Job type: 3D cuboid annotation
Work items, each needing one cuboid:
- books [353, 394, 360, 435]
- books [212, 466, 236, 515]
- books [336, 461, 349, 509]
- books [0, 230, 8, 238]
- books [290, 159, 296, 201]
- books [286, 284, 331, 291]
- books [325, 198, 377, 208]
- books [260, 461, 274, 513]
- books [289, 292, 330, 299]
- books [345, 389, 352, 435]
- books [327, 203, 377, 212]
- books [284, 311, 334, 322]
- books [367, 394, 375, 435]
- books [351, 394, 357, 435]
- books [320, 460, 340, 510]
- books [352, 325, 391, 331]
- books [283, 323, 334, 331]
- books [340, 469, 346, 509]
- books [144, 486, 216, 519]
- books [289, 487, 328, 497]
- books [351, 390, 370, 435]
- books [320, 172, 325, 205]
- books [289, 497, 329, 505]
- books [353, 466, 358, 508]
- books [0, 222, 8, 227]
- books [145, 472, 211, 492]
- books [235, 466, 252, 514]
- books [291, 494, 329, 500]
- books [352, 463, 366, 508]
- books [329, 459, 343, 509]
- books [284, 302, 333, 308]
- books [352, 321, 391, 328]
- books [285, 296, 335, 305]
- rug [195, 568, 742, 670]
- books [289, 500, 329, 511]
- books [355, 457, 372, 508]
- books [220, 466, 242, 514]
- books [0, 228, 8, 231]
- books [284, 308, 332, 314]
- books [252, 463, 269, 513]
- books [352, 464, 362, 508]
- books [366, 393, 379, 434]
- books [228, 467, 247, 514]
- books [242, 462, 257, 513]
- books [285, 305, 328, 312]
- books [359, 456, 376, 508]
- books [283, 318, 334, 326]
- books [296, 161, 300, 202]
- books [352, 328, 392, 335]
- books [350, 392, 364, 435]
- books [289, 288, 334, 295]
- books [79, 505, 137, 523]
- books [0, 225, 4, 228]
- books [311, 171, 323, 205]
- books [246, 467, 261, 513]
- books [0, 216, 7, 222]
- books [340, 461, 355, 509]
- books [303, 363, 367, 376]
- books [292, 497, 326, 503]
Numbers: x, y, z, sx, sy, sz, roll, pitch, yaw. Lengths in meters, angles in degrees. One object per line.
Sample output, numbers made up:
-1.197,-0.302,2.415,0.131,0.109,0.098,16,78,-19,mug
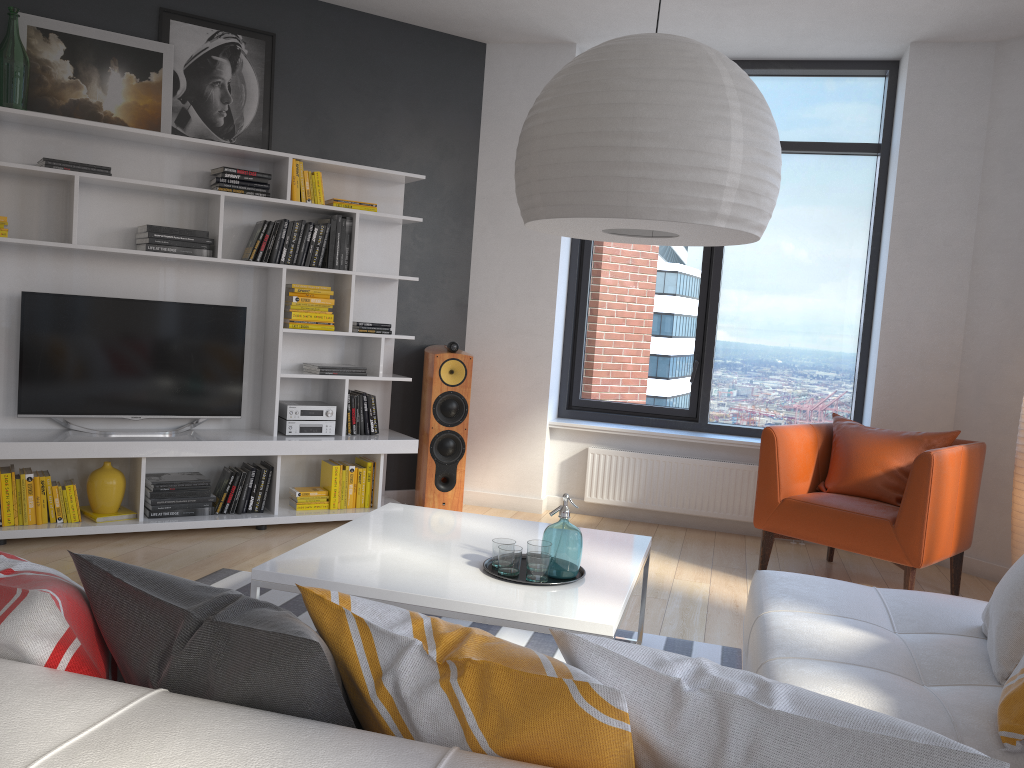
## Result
-0.950,0.177,5.283,0.049,0.236,0.170,2,5,-31,books
-1.591,0.582,4.865,0.104,0.234,0.182,2,5,-31,books
-1.006,0.590,5.217,0.019,0.251,0.180,2,5,-31,books
-2.528,-0.723,4.251,0.190,0.033,0.147,2,5,-31,books
-1.234,-1.125,4.925,0.041,0.229,0.161,2,5,-32,books
-1.182,-0.559,5.141,0.223,0.023,0.163,2,5,-27,books
-0.943,-1.045,5.167,0.257,0.024,0.203,2,5,-28,books
-1.403,0.575,4.981,0.066,0.260,0.197,2,5,-31,books
-1.174,-0.511,5.129,0.227,0.022,0.160,3,4,-15,books
-1.003,0.158,5.262,0.053,0.268,0.202,2,5,-31,books
-0.938,-1.019,5.164,0.257,0.028,0.194,2,5,-26,books
-1.181,-0.391,5.126,0.243,0.042,0.189,2,5,-31,books
-0.879,0.176,5.321,0.066,0.242,0.177,2,5,-31,books
-0.975,0.175,5.276,0.053,0.240,0.189,2,5,-31,books
-1.066,0.586,5.181,0.044,0.255,0.198,2,5,-31,books
-0.843,-0.334,5.273,0.198,0.015,0.142,2,5,-33,books
-1.177,-0.331,5.120,0.257,0.028,0.194,2,5,-26,books
-1.016,0.604,5.192,0.024,0.229,0.156,2,5,-31,books
-1.805,0.620,4.777,0.343,0.137,0.277,1,5,-36,books
-1.176,0.622,5.125,0.186,0.026,0.138,2,5,-31,books
-0.908,0.169,5.312,0.066,0.255,0.193,2,5,-32,books
-1.095,-1.100,5.022,0.044,0.184,0.142,2,5,-30,books
-1.173,0.672,5.123,0.196,0.011,0.148,2,5,-31,books
-0.958,0.598,5.247,0.023,0.239,0.169,2,5,-31,books
-2.523,-0.775,4.248,0.187,0.014,0.134,2,5,-31,books
-1.815,0.526,4.785,0.310,0.047,0.250,1,5,-36,books
-1.495,0.584,4.898,0.069,0.242,0.172,2,5,-30,books
-1.168,0.643,5.117,0.187,0.014,0.134,2,5,-31,books
-0.915,0.602,5.273,0.024,0.234,0.172,2,5,-31,books
-1.041,0.585,5.199,0.015,0.263,0.199,2,5,-31,books
-1.182,-0.458,5.131,0.239,0.019,0.171,2,5,-31,books
-0.847,-0.354,5.286,0.213,0.023,0.161,2,5,-28,books
-1.170,-0.483,5.133,0.239,0.033,0.176,2,5,-28,books
-0.406,0.994,3.017,2.326,0.016,1.662,5,4,14,rug
-1.173,0.695,5.120,0.190,0.033,0.147,2,5,-31,books
-0.892,0.584,5.291,0.029,0.270,0.204,2,5,-31,books
-1.565,0.583,4.886,0.096,0.234,0.187,2,5,-31,books
-2.528,-0.746,4.253,0.196,0.011,0.148,2,5,-31,books
-1.188,-0.421,5.135,0.251,0.014,0.189,2,5,-28,books
-1.432,0.579,4.963,0.084,0.249,0.191,2,5,-31,books
-0.936,0.601,5.256,0.024,0.234,0.172,2,5,-31,books
-0.867,0.178,5.366,0.077,0.233,0.179,2,5,-31,books
-1.531,0.585,4.891,0.081,0.233,0.169,2,5,-32,books
-1.488,0.575,4.931,0.075,0.254,0.192,2,5,-32,books
-1.184,-0.436,5.112,0.217,0.023,0.145,2,5,-27,books
-0.874,0.584,5.313,0.025,0.270,0.213,2,5,-31,books
-1.182,-0.357,5.124,0.257,0.024,0.203,2,5,-28,books
-1.224,-1.124,4.953,0.041,0.224,0.163,2,5,-33,books
-0.842,-0.315,5.272,0.213,0.023,0.161,2,5,-28,books
-0.927,0.175,5.288,0.050,0.242,0.169,2,5,-32,books
-1.164,-0.534,5.129,0.223,0.023,0.163,2,5,-27,books
-2.099,0.666,4.588,0.270,0.029,0.204,8,6,44,books
-2.522,-0.758,4.233,0.169,0.018,0.113,2,5,-30,books
-1.111,-1.099,5.003,0.064,0.184,0.141,2,5,-30,books
-1.462,0.583,4.940,0.068,0.243,0.179,2,5,-32,books
-2.531,-0.796,4.255,0.186,0.026,0.138,2,5,-31,books
-0.982,0.592,5.229,0.035,0.250,0.185,2,5,-31,books
-1.047,-0.087,5.230,0.310,0.047,0.250,1,5,-36,books
-1.167,0.660,5.102,0.169,0.018,0.113,2,5,-30,books
